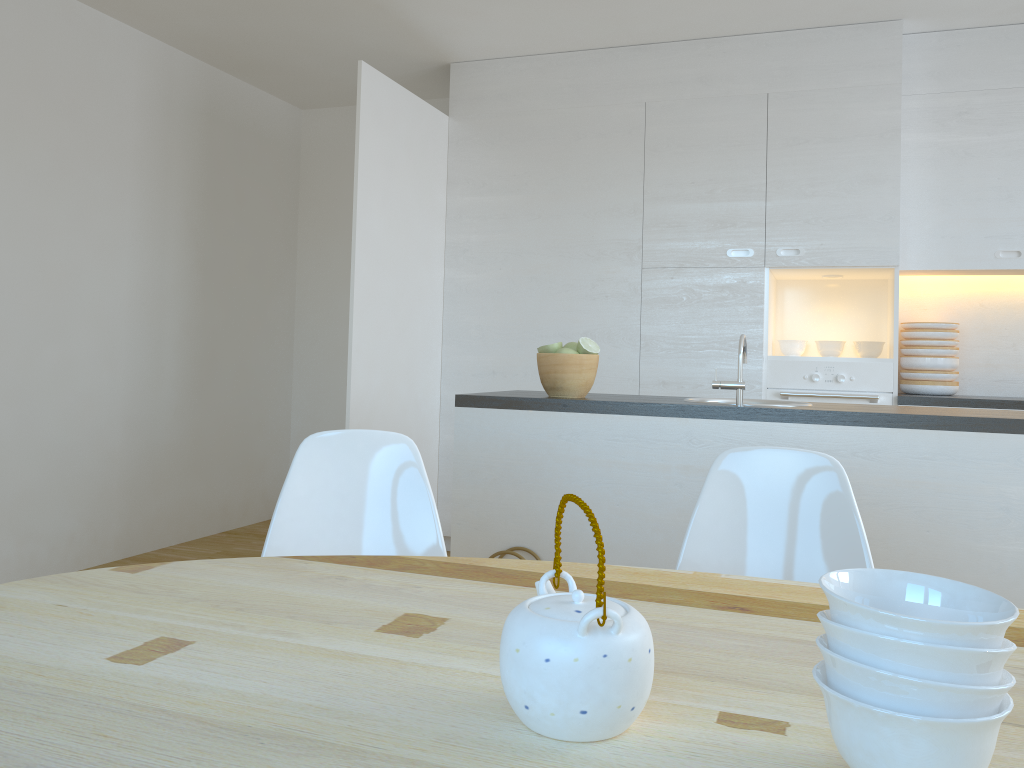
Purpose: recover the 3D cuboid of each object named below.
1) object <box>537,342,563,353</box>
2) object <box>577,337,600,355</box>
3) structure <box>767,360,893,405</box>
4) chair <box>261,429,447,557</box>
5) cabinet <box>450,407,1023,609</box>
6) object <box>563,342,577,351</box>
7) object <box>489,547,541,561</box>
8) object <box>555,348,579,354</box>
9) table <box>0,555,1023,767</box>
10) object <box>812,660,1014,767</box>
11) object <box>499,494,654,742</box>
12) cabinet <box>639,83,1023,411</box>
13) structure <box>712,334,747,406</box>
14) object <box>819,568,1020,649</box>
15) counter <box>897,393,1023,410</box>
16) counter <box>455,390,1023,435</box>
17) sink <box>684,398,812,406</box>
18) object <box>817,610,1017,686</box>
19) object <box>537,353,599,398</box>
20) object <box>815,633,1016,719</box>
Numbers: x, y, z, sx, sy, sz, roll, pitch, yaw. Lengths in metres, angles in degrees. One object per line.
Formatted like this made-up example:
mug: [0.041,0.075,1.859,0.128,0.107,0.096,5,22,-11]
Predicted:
object: [0.125,-0.107,2.926,0.084,0.065,0.085,2,0,32]
object: [0.247,-0.118,2.887,0.074,0.072,0.077,1,0,45]
structure: [1.490,0.191,4.173,0.561,0.597,0.049,1,-2,20]
chair: [-0.314,0.562,1.738,0.430,0.903,0.522,2,-1,-10]
cabinet: [1.032,0.567,2.715,2.401,0.912,0.599,2,-1,20]
object: [0.210,-0.091,2.951,0.102,0.099,0.086,1,0,41]
object: [0.011,0.763,2.202,0.471,0.502,1.189,2,1,-2]
object: [0.182,-0.075,2.874,0.097,0.086,0.081,2,0,-15]
table: [0.263,0.690,0.839,2.190,0.726,1.192,2,1,19]
object: [0.329,0.290,0.735,0.152,0.083,0.152,1,1,-31]
object: [0.068,0.215,0.861,0.147,0.212,0.177,1,-1,19]
cabinet: [2.237,-0.235,4.160,3.202,2.305,0.480,2,-2,20]
structure: [0.668,-0.045,2.690,0.097,0.215,0.162,1,-1,20]
object: [0.336,0.215,0.739,0.152,0.087,0.152,1,1,-42]
counter: [2.812,0.106,4.000,2.001,0.040,0.600,2,2,20]
counter: [1.046,0.092,2.731,2.401,0.040,0.600,2,2,20]
sink: [0.760,0.133,2.869,0.403,0.157,0.404,1,1,-28]
object: [0.335,0.243,0.741,0.152,0.096,0.150,2,1,37]
object: [0.182,-0.028,2.909,0.205,0.142,0.205,1,0,-19]
object: [0.332,0.267,0.738,0.151,0.093,0.152,1,1,-31]
